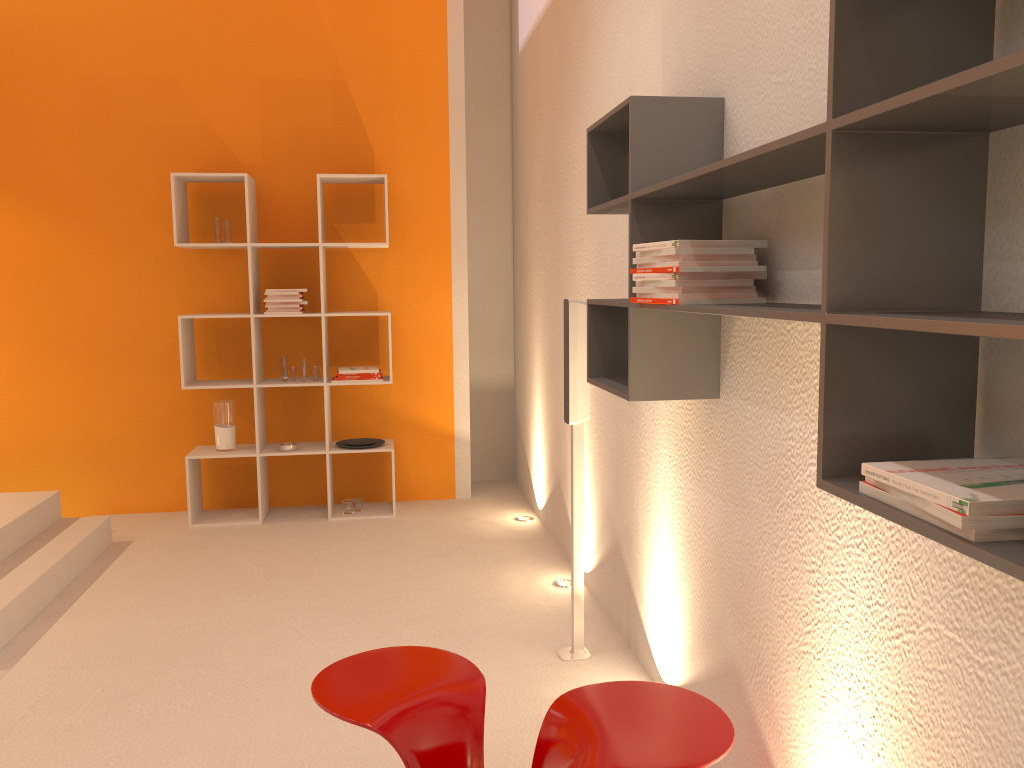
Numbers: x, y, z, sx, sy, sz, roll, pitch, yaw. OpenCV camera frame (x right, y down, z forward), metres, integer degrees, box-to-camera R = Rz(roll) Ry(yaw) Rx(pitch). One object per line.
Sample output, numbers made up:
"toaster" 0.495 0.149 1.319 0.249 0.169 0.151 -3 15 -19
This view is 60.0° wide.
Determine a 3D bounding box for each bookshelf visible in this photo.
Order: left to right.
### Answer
"bookshelf" -0.340 1.166 4.616 3.516 4.600 1.107 5 8 39
"bookshelf" 0.593 0.454 1.229 0.322 2.145 3.370 -1 6 -6

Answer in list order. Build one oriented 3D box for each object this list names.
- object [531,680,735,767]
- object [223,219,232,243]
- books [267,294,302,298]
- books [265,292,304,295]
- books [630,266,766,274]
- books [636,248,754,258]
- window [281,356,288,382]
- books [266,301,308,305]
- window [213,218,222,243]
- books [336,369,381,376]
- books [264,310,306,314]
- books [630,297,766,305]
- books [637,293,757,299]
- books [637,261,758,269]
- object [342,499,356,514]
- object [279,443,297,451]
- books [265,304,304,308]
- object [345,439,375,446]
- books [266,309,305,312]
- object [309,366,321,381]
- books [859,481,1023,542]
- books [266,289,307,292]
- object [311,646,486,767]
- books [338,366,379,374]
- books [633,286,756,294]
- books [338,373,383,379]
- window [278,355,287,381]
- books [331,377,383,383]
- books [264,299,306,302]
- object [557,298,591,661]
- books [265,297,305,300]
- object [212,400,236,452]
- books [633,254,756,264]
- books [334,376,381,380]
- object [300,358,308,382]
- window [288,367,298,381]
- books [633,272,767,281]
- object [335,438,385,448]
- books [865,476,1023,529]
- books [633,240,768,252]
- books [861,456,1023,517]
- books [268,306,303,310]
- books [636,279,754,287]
"object" 0.255 0.935 1.894 0.420 0.450 0.391 -2 6 -8
"object" -2.109 2.115 2.028 0.351 5.384 6.779 1 6 11
"books" -1.328 -0.516 5.194 0.190 0.015 0.254 -2 7 -12
"books" -1.329 -0.530 5.184 0.190 0.015 0.254 -1 6 -7
"books" 0.434 -0.271 2.108 0.210 0.013 0.297 -2 7 -13
"books" 0.428 -0.311 2.108 0.190 0.015 0.254 -2 7 -12
"window" -2.387 0.896 2.114 0.908 1.393 6.719 1 6 11
"books" -1.316 -0.475 5.189 0.230 0.017 0.227 -2 7 -13
"window" -2.174 2.219 1.034 0.481 5.399 8.922 0 6 4
"books" -0.908 -0.068 5.251 0.254 0.015 0.190 -1 6 -7
"books" -1.324 -0.419 5.191 0.210 0.013 0.296 -2 6 -8
"books" 0.435 -0.200 2.116 0.210 0.013 0.297 -2 7 -13
"books" 0.434 -0.212 2.118 0.190 0.011 0.268 -2 7 -12
"books" 0.433 -0.283 2.110 0.190 0.011 0.268 -2 7 -12
"object" 0.479 2.577 0.493 0.129 2.692 10.507 -2 7 -16
"object" -1.318 0.371 5.222 0.105 0.035 0.106 4 8 35
"books" -1.329 -0.459 5.192 0.190 0.015 0.254 -1 6 -7
"object" -0.916 0.358 5.341 0.178 0.020 0.178 0 6 8
"books" -1.324 -0.431 5.194 0.190 0.011 0.268 -1 6 -7
"object" 0.206 2.018 1.879 0.190 3.502 7.694 -3 7 -20
"books" 0.603 0.157 1.146 0.190 0.015 0.254 -1 6 -7
"books" -1.316 -0.546 5.181 0.230 0.017 0.227 -2 7 -13
"object" -0.257 0.918 2.093 0.391 0.450 0.420 -6 8 -38
"books" -0.909 -0.083 5.236 0.227 0.017 0.230 -2 7 -13
"books" 0.430 -0.226 2.126 0.190 0.015 0.254 -3 7 -17
"books" -0.900 -0.053 5.251 0.254 0.015 0.190 -2 7 -12
"window" -2.596 2.318 3.791 0.993 4.599 4.234 2 7 23
"books" -0.913 -0.028 5.251 0.296 0.013 0.210 -2 6 -8
"books" -1.325 -0.490 5.183 0.210 0.013 0.296 -2 6 -8
"object" 0.223 0.351 3.225 0.116 1.317 0.111 -2 7 -12
"books" -1.325 -0.502 5.186 0.190 0.011 0.268 -1 6 -7
"object" -1.690 0.246 5.220 0.129 0.291 0.129 2 7 19
"books" 0.430 -0.297 2.118 0.190 0.015 0.254 -3 7 -17
"books" -0.909 -0.040 5.249 0.268 0.011 0.190 -1 6 -7
"object" -2.182 2.542 1.901 0.870 4.604 7.392 2 7 22
"window" -2.272 2.258 4.629 2.294 4.526 1.860 -2 6 -8
"books" 0.442 -0.256 2.114 0.230 0.017 0.227 -3 7 -18
"object" -0.912 0.361 5.339 0.294 0.020 0.294 3 7 31
"books" 0.601 0.142 1.136 0.190 0.015 0.254 -1 6 -2
"books" 0.442 -0.327 2.106 0.230 0.017 0.227 -3 7 -18
"books" 0.614 0.127 1.132 0.230 0.017 0.227 -2 6 -8
"books" -1.327 -0.445 5.202 0.190 0.015 0.254 -2 7 -12
"books" 0.429 -0.240 2.116 0.190 0.015 0.254 -2 7 -12
